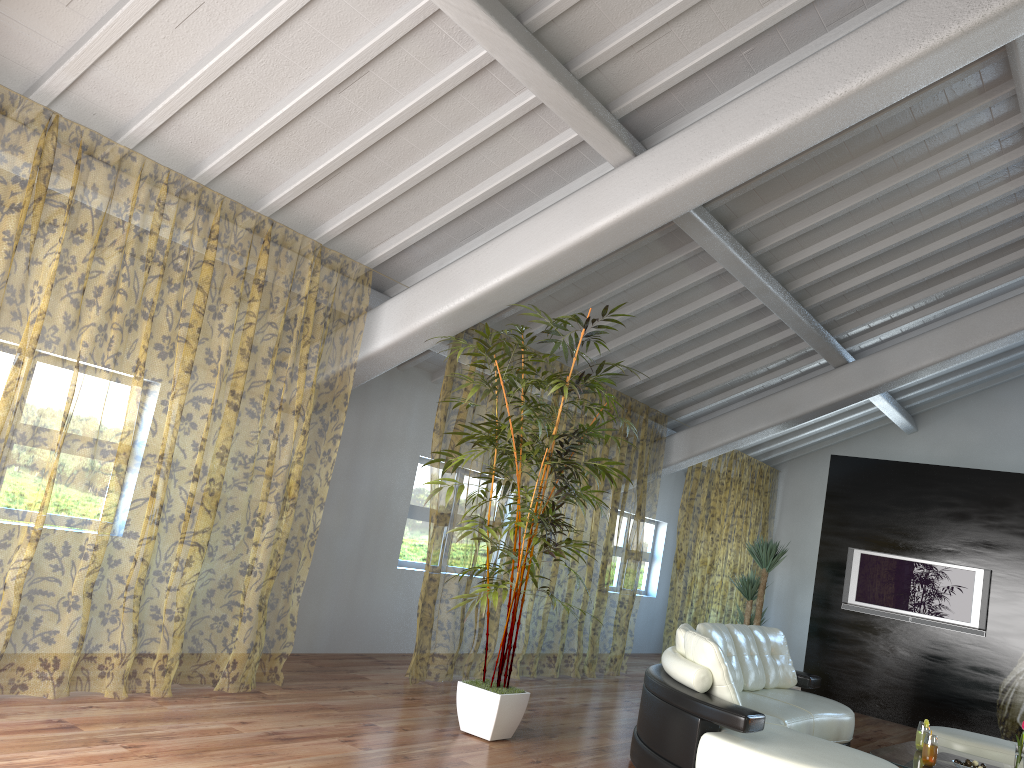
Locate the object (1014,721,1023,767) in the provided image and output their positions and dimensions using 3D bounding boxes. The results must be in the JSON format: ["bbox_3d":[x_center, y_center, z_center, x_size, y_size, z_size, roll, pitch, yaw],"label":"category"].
[{"bbox_3d":[2.850,2.054,4.982,0.069,0.323,0.060,8,-10,13],"label":"object"}]

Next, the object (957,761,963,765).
[{"bbox_3d":[2.493,2.114,4.937,0.032,0.031,0.031,15,-10,-24],"label":"object"}]

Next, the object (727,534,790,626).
[{"bbox_3d":[2.331,2.247,8.593,0.564,1.586,0.588,14,-10,-19],"label":"object"}]

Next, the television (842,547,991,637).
[{"bbox_3d":[4.042,2.073,8.927,1.336,0.639,0.044,4,-12,36],"label":"television"}]

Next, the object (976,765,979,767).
[{"bbox_3d":[2.604,2.145,4.952,0.032,0.031,0.031,19,-13,-42],"label":"object"}]

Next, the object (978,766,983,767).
[{"bbox_3d":[2.600,2.136,4.918,0.030,0.032,0.032,3,-12,39],"label":"object"}]

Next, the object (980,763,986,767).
[{"bbox_3d":[2.623,2.128,4.936,0.030,0.033,0.030,8,-10,16],"label":"object"}]

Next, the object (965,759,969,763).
[{"bbox_3d":[2.561,2.122,4.976,0.030,0.031,0.031,3,-12,39],"label":"object"}]

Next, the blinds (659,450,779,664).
[{"bbox_3d":[2.479,2.047,10.353,0.306,2.546,2.780,4,-12,37],"label":"blinds"}]

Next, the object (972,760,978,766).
[{"bbox_3d":[2.587,2.119,4.953,0.032,0.032,0.029,10,-9,1],"label":"object"}]

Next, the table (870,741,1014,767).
[{"bbox_3d":[2.714,2.332,4.913,1.201,0.290,1.201,3,-12,39],"label":"table"}]

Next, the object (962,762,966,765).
[{"bbox_3d":[2.539,2.143,4.983,0.031,0.031,0.030,15,-10,-25],"label":"object"}]

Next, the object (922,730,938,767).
[{"bbox_3d":[2.293,1.996,4.864,0.081,0.192,0.075,14,-10,-18],"label":"object"}]

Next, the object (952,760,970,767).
[{"bbox_3d":[2.550,2.142,4.946,0.178,0.031,0.178,5,-11,29],"label":"object"}]

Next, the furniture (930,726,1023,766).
[{"bbox_3d":[3.363,2.612,5.964,1.134,0.367,0.596,7,-10,20],"label":"furniture"}]

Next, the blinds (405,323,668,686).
[{"bbox_3d":[0.349,1.143,7.378,0.306,2.546,3.505,4,-12,37],"label":"blinds"}]

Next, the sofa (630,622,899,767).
[{"bbox_3d":[1.496,1.933,5.374,1.359,0.805,3.047,8,-10,16],"label":"sofa"}]

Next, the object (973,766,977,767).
[{"bbox_3d":[2.576,2.143,4.935,0.032,0.030,0.032,11,-9,-4],"label":"object"}]

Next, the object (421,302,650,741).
[{"bbox_3d":[0.145,0.755,5.078,1.399,2.473,1.177,16,-11,-28],"label":"object"}]

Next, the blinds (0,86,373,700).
[{"bbox_3d":[-2.087,0.111,3.980,0.306,2.546,3.505,4,-12,37],"label":"blinds"}]

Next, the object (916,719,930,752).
[{"bbox_3d":[2.472,2.109,5.332,0.075,0.192,0.081,2,-13,42],"label":"object"}]

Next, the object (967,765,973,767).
[{"bbox_3d":[2.530,2.122,4.897,0.032,0.031,0.031,8,-10,14],"label":"object"}]

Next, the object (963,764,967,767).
[{"bbox_3d":[2.517,2.130,4.926,0.031,0.030,0.032,11,-9,0],"label":"object"}]

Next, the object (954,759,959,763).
[{"bbox_3d":[2.492,2.119,4.967,0.032,0.031,0.030,1,-13,45],"label":"object"}]

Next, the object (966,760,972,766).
[{"bbox_3d":[2.538,2.104,4.920,0.030,0.034,0.030,8,-10,18],"label":"object"}]
